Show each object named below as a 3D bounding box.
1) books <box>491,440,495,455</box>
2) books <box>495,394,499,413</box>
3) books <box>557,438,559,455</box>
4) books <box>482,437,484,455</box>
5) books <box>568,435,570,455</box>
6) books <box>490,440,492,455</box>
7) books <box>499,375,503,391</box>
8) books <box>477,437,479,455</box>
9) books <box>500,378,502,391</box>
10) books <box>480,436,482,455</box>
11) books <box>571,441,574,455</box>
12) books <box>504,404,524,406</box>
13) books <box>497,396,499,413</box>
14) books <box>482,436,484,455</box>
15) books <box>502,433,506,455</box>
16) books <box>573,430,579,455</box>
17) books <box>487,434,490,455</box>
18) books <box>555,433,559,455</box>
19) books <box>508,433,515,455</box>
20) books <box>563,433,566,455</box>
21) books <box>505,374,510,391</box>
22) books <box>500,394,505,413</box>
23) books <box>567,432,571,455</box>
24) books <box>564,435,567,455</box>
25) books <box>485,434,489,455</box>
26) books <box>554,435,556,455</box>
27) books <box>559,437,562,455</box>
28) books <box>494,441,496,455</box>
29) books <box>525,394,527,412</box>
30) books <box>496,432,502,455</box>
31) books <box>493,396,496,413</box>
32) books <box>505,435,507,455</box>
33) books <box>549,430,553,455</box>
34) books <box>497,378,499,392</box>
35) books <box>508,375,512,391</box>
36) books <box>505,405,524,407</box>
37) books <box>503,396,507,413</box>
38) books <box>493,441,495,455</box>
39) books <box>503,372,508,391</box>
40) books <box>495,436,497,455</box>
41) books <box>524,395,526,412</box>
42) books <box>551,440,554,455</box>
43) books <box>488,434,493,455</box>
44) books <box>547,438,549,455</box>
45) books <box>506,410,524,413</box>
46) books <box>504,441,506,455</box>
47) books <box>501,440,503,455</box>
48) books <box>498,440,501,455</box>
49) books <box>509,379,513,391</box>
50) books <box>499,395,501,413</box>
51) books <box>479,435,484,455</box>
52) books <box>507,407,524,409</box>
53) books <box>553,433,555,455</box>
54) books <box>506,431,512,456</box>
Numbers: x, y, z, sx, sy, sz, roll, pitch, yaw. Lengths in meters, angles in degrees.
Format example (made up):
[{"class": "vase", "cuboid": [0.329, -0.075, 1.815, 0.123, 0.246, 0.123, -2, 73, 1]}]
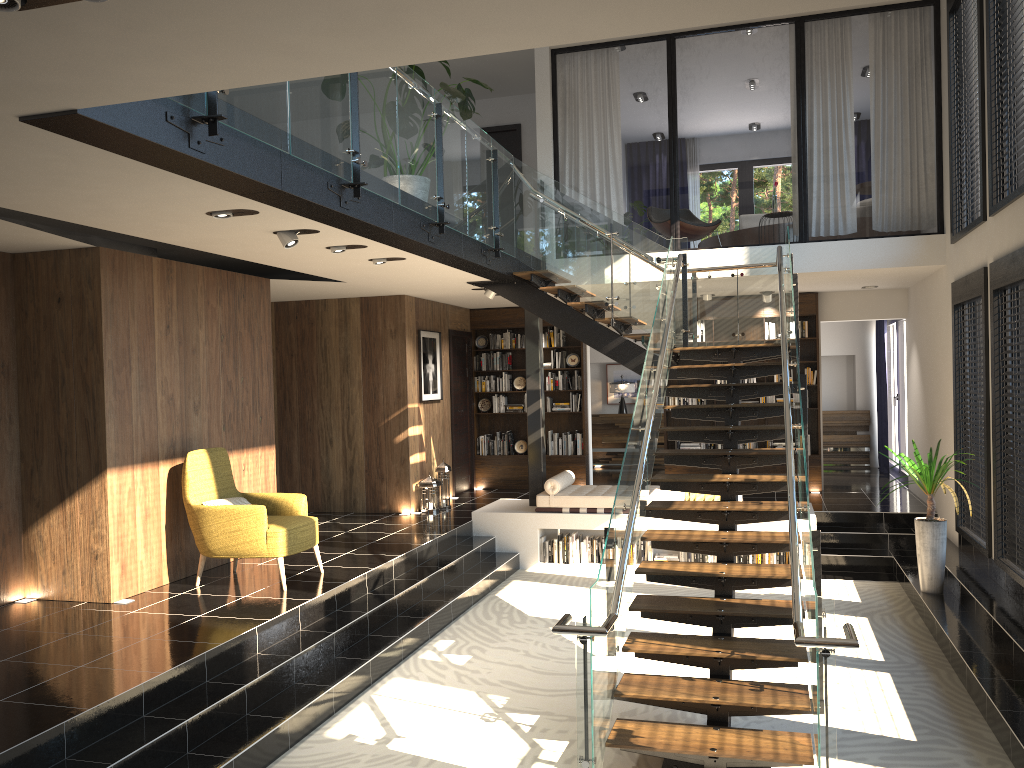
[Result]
[{"class": "books", "cuboid": [-0.276, 0.952, 13.289, 0.021, 0.217, 0.220, -1, 1, 16]}, {"class": "books", "cuboid": [-0.220, 0.292, 13.254, 0.018, 0.275, 0.144, -1, 1, 16]}, {"class": "books", "cuboid": [0.698, 0.912, 13.034, 0.034, 0.250, 0.114, -1, 1, 16]}, {"class": "books", "cuboid": [-0.397, 0.929, 13.324, 0.022, 0.269, 0.216, -1, 1, 16]}, {"class": "books", "cuboid": [0.850, 0.887, 12.958, 0.018, 0.292, 0.191, -1, 1, 16]}, {"class": "books", "cuboid": [-0.290, 0.955, 13.342, 0.035, 0.212, 0.159, -1, 1, 16]}, {"class": "books", "cuboid": [-0.161, -0.012, 13.249, 0.020, 0.243, 0.154, -1, 1, 16]}, {"class": "books", "cuboid": [-0.485, 0.935, 13.389, 0.032, 0.262, 0.194, -1, 1, 16]}, {"class": "books", "cuboid": [-0.142, 0.013, 13.232, 0.025, 0.194, 0.172, -1, 1, 16]}, {"class": "books", "cuboid": [-0.439, 0.924, 13.350, 0.014, 0.282, 0.232, -1, 1, 16]}, {"class": "books", "cuboid": [0.895, 0.935, 12.978, 0.032, 0.195, 0.134, -1, 1, 16]}, {"class": "books", "cuboid": [0.047, 0.314, 13.179, 0.292, 0.013, 0.187, -1, 0, 19]}, {"class": "books", "cuboid": [-0.189, 0.306, 13.271, 0.032, 0.245, 0.120, -1, 1, 16]}, {"class": "books", "cuboid": [-0.413, 0.923, 13.361, 0.030, 0.283, 0.170, -1, 1, 16]}, {"class": "books", "cuboid": [-0.106, 0.896, 13.244, 0.016, 0.322, 0.218, -1, 1, 16]}, {"class": "books", "cuboid": [0.933, 0.854, 12.937, 0.065, 0.354, 0.164, -1, 1, 16]}, {"class": "books", "cuboid": [-0.340, 0.912, 13.340, 0.018, 0.302, 0.195, -1, 1, 16]}, {"class": "books", "cuboid": [0.666, 0.878, 13.021, 0.019, 0.321, 0.161, -1, 1, 16]}, {"class": "books", "cuboid": [-0.003, 0.896, 13.215, 0.042, 0.315, 0.193, -1, 1, 16]}, {"class": "books", "cuboid": [0.771, 0.875, 12.980, 0.012, 0.322, 0.177, -1, 1, 16]}, {"class": "books", "cuboid": [-0.059, -0.023, 13.210, 0.021, 0.260, 0.197, -1, 1, 16]}, {"class": "books", "cuboid": [-0.140, 0.288, 13.242, 0.032, 0.279, 0.133, -1, 1, 16]}, {"class": "books", "cuboid": [0.833, 0.868, 12.962, 0.016, 0.332, 0.195, -1, 1, 16]}, {"class": "books", "cuboid": [0.792, 0.892, 12.979, 0.029, 0.286, 0.137, -1, 1, 16]}, {"class": "books", "cuboid": [-0.365, 0.910, 13.313, 0.015, 0.306, 0.222, -1, 1, 16]}, {"class": "books", "cuboid": [0.653, 0.894, 13.042, 0.019, 0.289, 0.145, -1, 1, 16]}, {"class": "books", "cuboid": [0.726, 0.909, 13.005, 0.037, 0.256, 0.145, -1, 1, 16]}, {"class": "books", "cuboid": [-0.221, 0.949, 13.290, 0.026, 0.222, 0.209, -1, 1, 16]}, {"class": "books", "cuboid": [0.228, 0.275, 13.119, 0.018, 0.286, 0.157, -1, 1, 16]}, {"class": "books", "cuboid": [-0.194, 0.889, 13.251, 0.016, 0.341, 0.217, -1, 1, 16]}, {"class": "books", "cuboid": [-0.245, 0.301, 13.250, 0.026, 0.257, 0.192, -1, 1, 16]}, {"class": "books", "cuboid": [-0.054, 0.903, 13.230, 0.027, 0.304, 0.204, -1, 1, 16]}, {"class": "books", "cuboid": [0.571, 0.861, 13.018, 0.017, 0.359, 0.189, -1, 1, 16]}, {"class": "books", "cuboid": [-0.185, 0.008, 13.229, 0.016, 0.206, 0.204, -1, 1, 16]}, {"class": "books", "cuboid": [-0.031, -0.016, 13.225, 0.023, 0.245, 0.133, -1, 1, 16]}, {"class": "books", "cuboid": [0.049, 0.328, 13.187, 0.293, 0.016, 0.174, -1, 0, 15]}, {"class": "books", "cuboid": [-0.104, 0.300, 13.251, 0.030, 0.253, 0.138, -1, 1, 16]}, {"class": "books", "cuboid": [-0.245, 0.957, 13.308, 0.029, 0.207, 0.166, -1, 1, 16]}, {"class": "books", "cuboid": [-0.096, -0.034, 13.218, 0.018, 0.284, 0.198, -1, 1, 16]}, {"class": "books", "cuboid": [-0.204, 0.918, 13.273, 0.017, 0.282, 0.232, -1, 1, 16]}, {"class": "books", "cuboid": [0.211, 0.288, 13.150, 0.032, 0.262, 0.157, -1, 1, 16]}, {"class": "books", "cuboid": [0.610, 0.932, 13.054, 0.034, 0.215, 0.104, -1, 1, 16]}, {"class": "books", "cuboid": [-0.323, 0.910, 13.329, 0.020, 0.304, 0.189, -1, 1, 16]}, {"class": "books", "cuboid": [0.545, 0.919, 13.079, 0.023, 0.244, 0.135, -1, 1, 16]}, {"class": "books", "cuboid": [0.054, 0.406, 13.197, 0.262, 0.032, 0.154, -1, 0, 18]}, {"class": "books", "cuboid": [-0.076, 0.952, 13.258, 0.033, 0.208, 0.192, -1, 1, 16]}, {"class": "books", "cuboid": [-0.124, 0.946, 13.272, 0.036, 0.222, 0.173, -1, 1, 16]}, {"class": "books", "cuboid": [-0.158, 0.947, 13.282, 0.034, 0.223, 0.208, -1, 1, 16]}, {"class": "books", "cuboid": [-0.015, 0.016, 13.210, 0.015, 0.181, 0.136, -1, 1, 16]}, {"class": "books", "cuboid": [-0.164, 0.295, 13.258, 0.024, 0.265, 0.147, -1, 1, 16]}, {"class": "books", "cuboid": [-0.452, 0.921, 13.387, 0.032, 0.288, 0.179, -1, 1, 16]}, {"class": "books", "cuboid": [0.054, 0.353, 13.199, 0.244, 0.033, 0.142, -1, 0, 12]}, {"class": "books", "cuboid": [0.634, 0.880, 13.046, 0.019, 0.317, 0.122, -1, 1, 16]}, {"class": "books", "cuboid": [-0.039, 0.877, 13.201, 0.019, 0.356, 0.235, -1, 1, 16]}]
